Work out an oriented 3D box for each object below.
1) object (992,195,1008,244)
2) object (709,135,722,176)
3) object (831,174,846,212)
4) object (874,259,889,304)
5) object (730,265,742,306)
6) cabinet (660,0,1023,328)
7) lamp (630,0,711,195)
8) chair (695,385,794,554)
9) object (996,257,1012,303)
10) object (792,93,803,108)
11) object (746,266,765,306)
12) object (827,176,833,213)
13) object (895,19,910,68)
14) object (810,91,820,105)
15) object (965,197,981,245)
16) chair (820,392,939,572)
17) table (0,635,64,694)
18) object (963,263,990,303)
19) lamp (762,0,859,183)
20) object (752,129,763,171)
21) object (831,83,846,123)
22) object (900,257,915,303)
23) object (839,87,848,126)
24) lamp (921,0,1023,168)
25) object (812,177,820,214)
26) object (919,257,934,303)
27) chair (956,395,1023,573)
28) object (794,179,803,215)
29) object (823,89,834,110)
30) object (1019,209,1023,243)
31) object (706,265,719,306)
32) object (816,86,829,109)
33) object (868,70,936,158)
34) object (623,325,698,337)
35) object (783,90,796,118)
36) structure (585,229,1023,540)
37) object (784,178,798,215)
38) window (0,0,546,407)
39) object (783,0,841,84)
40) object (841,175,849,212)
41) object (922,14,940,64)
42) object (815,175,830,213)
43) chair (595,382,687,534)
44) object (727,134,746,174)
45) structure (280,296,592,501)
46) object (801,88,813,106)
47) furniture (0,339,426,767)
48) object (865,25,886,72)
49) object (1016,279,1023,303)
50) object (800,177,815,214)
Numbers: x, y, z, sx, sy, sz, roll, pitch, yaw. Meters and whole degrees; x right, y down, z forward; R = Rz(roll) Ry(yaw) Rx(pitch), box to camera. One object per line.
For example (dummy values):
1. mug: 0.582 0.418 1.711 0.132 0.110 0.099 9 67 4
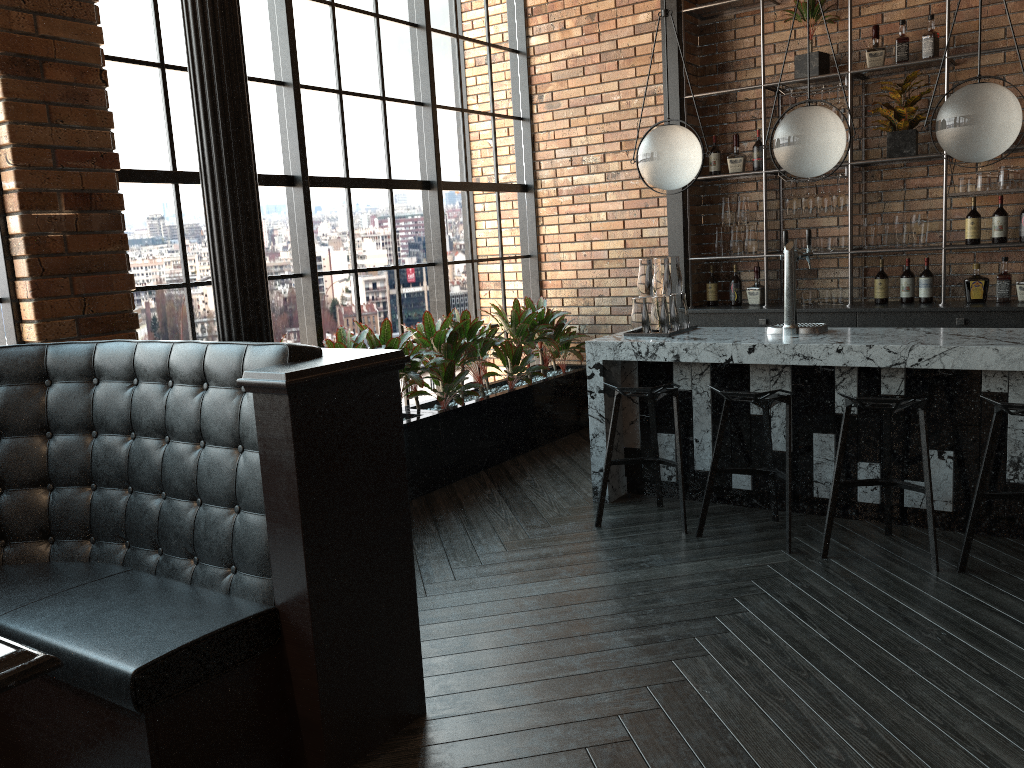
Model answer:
1. object: 3.032 -1.023 5.507 0.086 0.298 0.086 -4 9 -7
2. object: 1.475 -1.657 6.446 0.086 0.298 0.086 -4 9 -7
3. object: 2.171 -1.270 5.896 0.092 0.244 0.092 4 12 40
4. object: 2.470 -0.686 5.928 0.086 0.299 0.086 -4 9 -7
5. object: 1.630 -0.720 6.458 0.086 0.297 0.086 -7 10 -21
6. cabinet: 2.598 -1.437 5.635 7.075 3.779 0.564 3 11 34
7. lamp: 0.801 -1.881 4.623 0.340 1.754 0.340 -5 9 -9
8. chair: 1.167 0.353 4.211 0.475 0.737 0.414 4 12 39
9. object: 3.065 -0.650 5.520 0.083 0.282 0.083 3 11 34
10. object: 1.970 -1.874 6.116 0.092 0.244 0.092 4 12 40
11. object: 1.767 -0.705 6.381 0.123 0.279 0.123 -11 12 -41
12. object: 2.177 -1.301 6.089 0.092 0.244 0.092 4 12 40
13. object: 2.474 -2.159 5.624 0.083 0.282 0.083 0 10 19
14. object: 2.061 -1.869 6.055 0.092 0.244 0.092 4 12 40
15. object: 2.897 -1.023 5.568 0.086 0.299 0.086 -4 9 -7
16. chair: 1.633 0.375 3.896 0.475 0.737 0.414 2 10 29
17. table: -1.423 0.913 1.601 0.872 0.758 0.872 3 11 34
18. object: 2.938 -0.638 5.609 0.151 0.248 0.094 0 10 23
19. lamp: 1.407 -1.853 4.213 0.340 1.754 0.340 -5 9 -9
20. object: 1.736 -1.639 6.237 0.086 0.299 0.086 -4 9 -7
21. object: 2.137 -1.835 5.807 0.092 0.244 0.092 4 12 40
22. object: 2.615 -0.685 5.860 0.086 0.298 0.086 -4 9 -7
23. object: 2.229 -1.862 5.941 0.092 0.244 0.092 4 12 40
24. lamp: 2.014 -1.825 3.803 0.340 1.754 0.340 -5 9 -9
25. object: 2.095 -1.304 6.144 0.092 0.244 0.092 4 12 40
26. object: 2.700 -0.676 5.774 0.086 0.298 0.086 -4 9 -7
27. chair: 2.114 0.397 3.571 0.475 0.737 0.414 5 12 44
28. object: 2.004 -1.309 6.206 0.092 0.244 0.092 4 12 40
29. object: 2.143 -1.866 5.999 0.092 0.244 0.092 4 12 40
30. object: 3.142 -1.012 5.399 0.086 0.297 0.086 -4 9 -7
31. object: 1.489 -0.731 6.591 0.086 0.299 0.086 -4 9 -7
32. object: 2.051 -1.839 5.865 0.092 0.244 0.092 4 12 40
33. object: 2.504 -1.708 5.659 0.425 0.526 0.430 -12 12 -43
34. object: 0.844 -0.302 5.015 0.273 0.019 0.437 3 11 34
35. object: 1.878 -1.847 5.982 0.092 0.244 0.092 4 12 40
36. structure: 3.159 -0.103 4.117 5.346 1.430 1.930 3 11 34
37. object: 1.912 -1.282 6.071 0.092 0.244 0.092 4 12 40
38. window: -4.384 -0.256 0.525 0.168 3.253 16.179 3 11 34
39. object: 2.009 -2.319 5.942 0.377 0.554 0.422 0 10 22
40. object: 2.263 -1.297 6.031 0.092 0.244 0.092 4 12 40
41. object: 2.611 -2.153 5.531 0.083 0.282 0.083 -11 12 -40
42. object: 2.085 -1.274 5.954 0.092 0.244 0.092 4 12 40
43. chair: 0.694 0.331 4.531 0.475 0.737 0.414 1 10 24
44. object: 1.599 -1.632 6.311 0.123 0.279 0.123 0 10 23
45. structure: -0.602 0.096 5.445 0.757 1.072 4.107 2 11 33
46. object: 1.969 -1.843 5.920 0.092 0.244 0.092 4 12 40
47. furniture: -2.608 0.842 1.045 1.979 1.212 5.451 3 11 34
48. object: 2.344 -2.163 5.713 0.123 0.279 0.123 0 10 23
49. object: 3.172 -0.640 5.432 0.123 0.279 0.123 -11 12 -41
50. object: 2.003 -1.278 6.010 0.092 0.244 0.092 4 12 40
